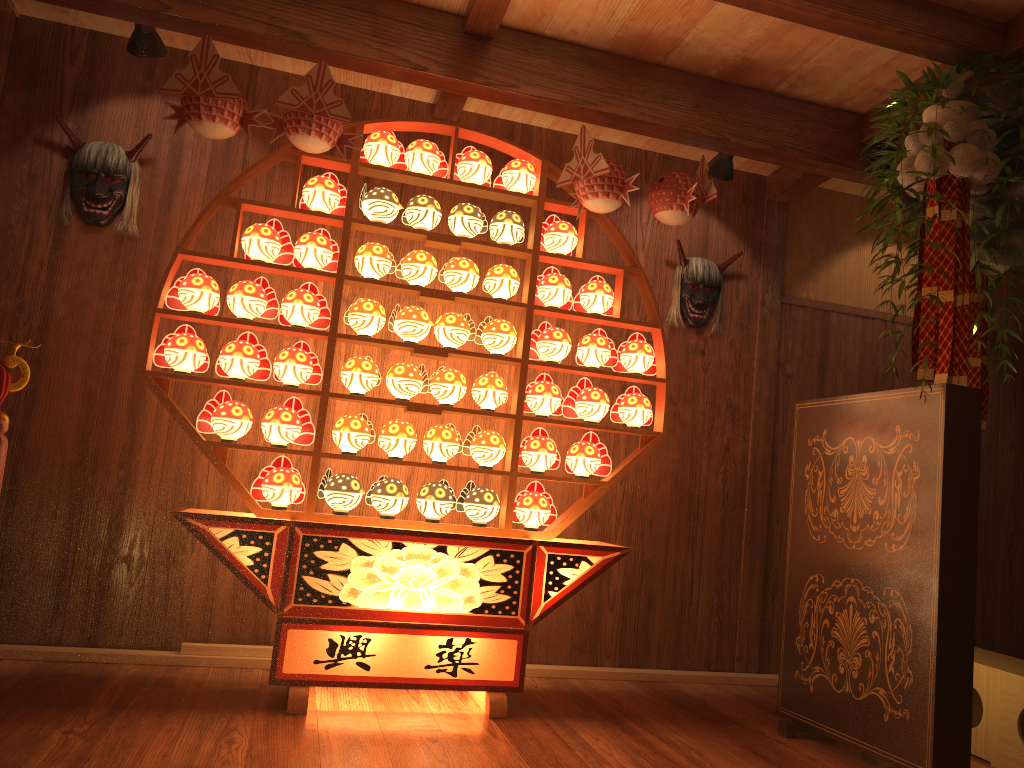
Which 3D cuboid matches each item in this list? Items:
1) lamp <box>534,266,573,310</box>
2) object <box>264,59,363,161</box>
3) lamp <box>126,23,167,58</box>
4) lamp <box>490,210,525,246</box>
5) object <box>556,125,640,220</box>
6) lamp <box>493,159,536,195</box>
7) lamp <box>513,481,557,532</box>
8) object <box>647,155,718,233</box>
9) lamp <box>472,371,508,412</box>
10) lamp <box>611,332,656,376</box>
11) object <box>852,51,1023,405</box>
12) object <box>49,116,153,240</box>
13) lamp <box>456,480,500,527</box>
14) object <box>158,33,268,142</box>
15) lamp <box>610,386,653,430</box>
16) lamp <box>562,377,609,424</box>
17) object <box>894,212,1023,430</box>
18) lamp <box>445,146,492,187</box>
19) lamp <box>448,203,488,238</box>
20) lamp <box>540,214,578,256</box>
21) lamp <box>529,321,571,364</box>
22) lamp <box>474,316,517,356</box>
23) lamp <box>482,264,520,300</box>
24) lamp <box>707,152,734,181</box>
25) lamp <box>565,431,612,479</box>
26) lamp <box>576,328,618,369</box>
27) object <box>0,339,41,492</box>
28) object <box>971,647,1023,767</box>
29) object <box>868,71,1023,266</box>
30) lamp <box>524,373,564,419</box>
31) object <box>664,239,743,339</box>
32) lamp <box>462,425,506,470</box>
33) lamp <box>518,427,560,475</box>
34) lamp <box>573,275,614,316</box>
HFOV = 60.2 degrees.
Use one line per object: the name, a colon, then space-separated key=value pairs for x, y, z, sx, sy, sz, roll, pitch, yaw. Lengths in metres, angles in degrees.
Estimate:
lamp: x=0.176 y=-0.395 z=3.567 sx=0.204 sy=0.200 sz=0.154 roll=8 pitch=-8 yaw=-15
object: x=-0.697 y=-0.959 z=3.118 sx=0.354 sy=0.306 sz=0.211 roll=8 pitch=-8 yaw=-15
lamp: x=-1.342 y=-1.284 z=3.275 sx=0.139 sy=0.177 sz=0.170 roll=10 pitch=-9 yaw=-28
lamp: x=-0.020 y=-0.628 z=3.533 sx=0.139 sy=0.173 sz=0.157 roll=6 pitch=-7 yaw=1
object: x=0.346 y=-0.810 z=3.414 sx=0.249 sy=0.314 sz=0.352 roll=11 pitch=-9 yaw=-37
lamp: x=0.031 y=-0.849 z=3.570 sx=0.191 sy=0.188 sz=0.155 roll=7 pitch=-8 yaw=-10
lamp: x=0.084 y=0.475 z=3.454 sx=0.195 sy=0.198 sz=0.157 roll=6 pitch=-7 yaw=0
object: x=0.650 y=-0.783 z=3.504 sx=0.233 sy=0.318 sz=0.358 roll=8 pitch=-8 yaw=-18
lamp: x=-0.088 y=0.024 z=3.445 sx=0.139 sy=0.173 sz=0.157 roll=6 pitch=-7 yaw=1
lamp: x=0.518 y=-0.130 z=3.644 sx=0.200 sy=0.200 sz=0.157 roll=6 pitch=-7 yaw=0
object: x=1.468 y=-0.526 z=2.983 sx=0.585 sy=1.261 sz=0.691 roll=9 pitch=-8 yaw=-25
object: x=-1.673 y=-0.815 z=3.591 sx=0.370 sy=0.454 sz=0.135 roll=8 pitch=-8 yaw=-16
lamp: x=-0.110 y=0.462 z=3.397 sx=0.151 sy=0.173 sz=0.144 roll=-1 pitch=-10 yaw=40
object: x=-1.012 y=-0.991 z=3.019 sx=0.361 sy=0.311 sz=0.241 roll=4 pitch=-8 yaw=10
lamp: x=0.506 y=0.092 z=3.617 sx=0.184 sy=0.192 sz=0.156 roll=6 pitch=-8 yaw=-5
lamp: x=0.330 y=0.065 z=3.567 sx=0.206 sy=0.200 sz=0.152 roll=10 pitch=-9 yaw=-29
object: x=1.949 y=-0.362 z=3.915 sx=0.766 sy=1.261 sz=0.525 roll=10 pitch=-9 yaw=-29
lamp: x=-0.143 y=-0.878 z=3.521 sx=0.205 sy=0.200 sz=0.153 roll=9 pitch=-8 yaw=-25
lamp: x=-0.187 y=-0.646 z=3.490 sx=0.135 sy=0.167 sz=0.161 roll=2 pitch=-8 yaw=26
lamp: x=0.205 y=-0.612 z=3.599 sx=0.206 sy=0.200 sz=0.152 roll=10 pitch=-9 yaw=-29
lamp: x=0.175 y=-0.168 z=3.545 sx=0.195 sy=0.187 sz=0.152 roll=11 pitch=-9 yaw=-34
lamp: x=-0.044 y=-0.190 z=3.483 sx=0.151 sy=0.173 sz=0.144 roll=-2 pitch=-11 yaw=45
lamp: x=-0.038 y=-0.410 z=3.504 sx=0.141 sy=0.173 sz=0.155 roll=7 pitch=-8 yaw=-9
lamp: x=0.926 y=-0.987 z=3.932 sx=0.135 sy=0.177 sz=0.175 roll=5 pitch=-7 yaw=6
lamp: x=0.286 y=0.280 z=3.533 sx=0.196 sy=0.200 sz=0.160 roll=3 pitch=-8 yaw=20
lamp: x=0.332 y=-0.150 z=3.593 sx=0.178 sy=0.192 sz=0.159 roll=4 pitch=-8 yaw=15
object: x=-1.562 y=0.126 z=2.034 sx=0.618 sy=1.516 sz=0.794 roll=8 pitch=-8 yaw=-14
object: x=1.799 y=1.217 z=3.415 sx=0.330 sy=0.330 sz=1.274 roll=7 pitch=-7 yaw=-9
object: x=1.709 y=-0.763 z=3.054 sx=0.097 sy=0.751 sz=1.474 roll=8 pitch=-8 yaw=-13
lamp: x=0.129 y=0.042 z=3.508 sx=0.190 sy=0.195 sz=0.156 roll=6 pitch=-8 yaw=-5
object: x=0.935 y=-0.447 z=4.342 sx=0.370 sy=0.454 sz=0.135 roll=8 pitch=-8 yaw=-16
lamp: x=-0.087 y=0.245 z=3.424 sx=0.151 sy=0.173 sz=0.144 roll=-1 pitch=-10 yaw=40
lamp: x=0.110 y=0.260 z=3.480 sx=0.187 sy=0.194 sz=0.156 roll=6 pitch=-8 yaw=-5
lamp: x=0.349 y=-0.370 z=3.618 sx=0.189 sy=0.195 sz=0.157 roll=6 pitch=-7 yaw=0
